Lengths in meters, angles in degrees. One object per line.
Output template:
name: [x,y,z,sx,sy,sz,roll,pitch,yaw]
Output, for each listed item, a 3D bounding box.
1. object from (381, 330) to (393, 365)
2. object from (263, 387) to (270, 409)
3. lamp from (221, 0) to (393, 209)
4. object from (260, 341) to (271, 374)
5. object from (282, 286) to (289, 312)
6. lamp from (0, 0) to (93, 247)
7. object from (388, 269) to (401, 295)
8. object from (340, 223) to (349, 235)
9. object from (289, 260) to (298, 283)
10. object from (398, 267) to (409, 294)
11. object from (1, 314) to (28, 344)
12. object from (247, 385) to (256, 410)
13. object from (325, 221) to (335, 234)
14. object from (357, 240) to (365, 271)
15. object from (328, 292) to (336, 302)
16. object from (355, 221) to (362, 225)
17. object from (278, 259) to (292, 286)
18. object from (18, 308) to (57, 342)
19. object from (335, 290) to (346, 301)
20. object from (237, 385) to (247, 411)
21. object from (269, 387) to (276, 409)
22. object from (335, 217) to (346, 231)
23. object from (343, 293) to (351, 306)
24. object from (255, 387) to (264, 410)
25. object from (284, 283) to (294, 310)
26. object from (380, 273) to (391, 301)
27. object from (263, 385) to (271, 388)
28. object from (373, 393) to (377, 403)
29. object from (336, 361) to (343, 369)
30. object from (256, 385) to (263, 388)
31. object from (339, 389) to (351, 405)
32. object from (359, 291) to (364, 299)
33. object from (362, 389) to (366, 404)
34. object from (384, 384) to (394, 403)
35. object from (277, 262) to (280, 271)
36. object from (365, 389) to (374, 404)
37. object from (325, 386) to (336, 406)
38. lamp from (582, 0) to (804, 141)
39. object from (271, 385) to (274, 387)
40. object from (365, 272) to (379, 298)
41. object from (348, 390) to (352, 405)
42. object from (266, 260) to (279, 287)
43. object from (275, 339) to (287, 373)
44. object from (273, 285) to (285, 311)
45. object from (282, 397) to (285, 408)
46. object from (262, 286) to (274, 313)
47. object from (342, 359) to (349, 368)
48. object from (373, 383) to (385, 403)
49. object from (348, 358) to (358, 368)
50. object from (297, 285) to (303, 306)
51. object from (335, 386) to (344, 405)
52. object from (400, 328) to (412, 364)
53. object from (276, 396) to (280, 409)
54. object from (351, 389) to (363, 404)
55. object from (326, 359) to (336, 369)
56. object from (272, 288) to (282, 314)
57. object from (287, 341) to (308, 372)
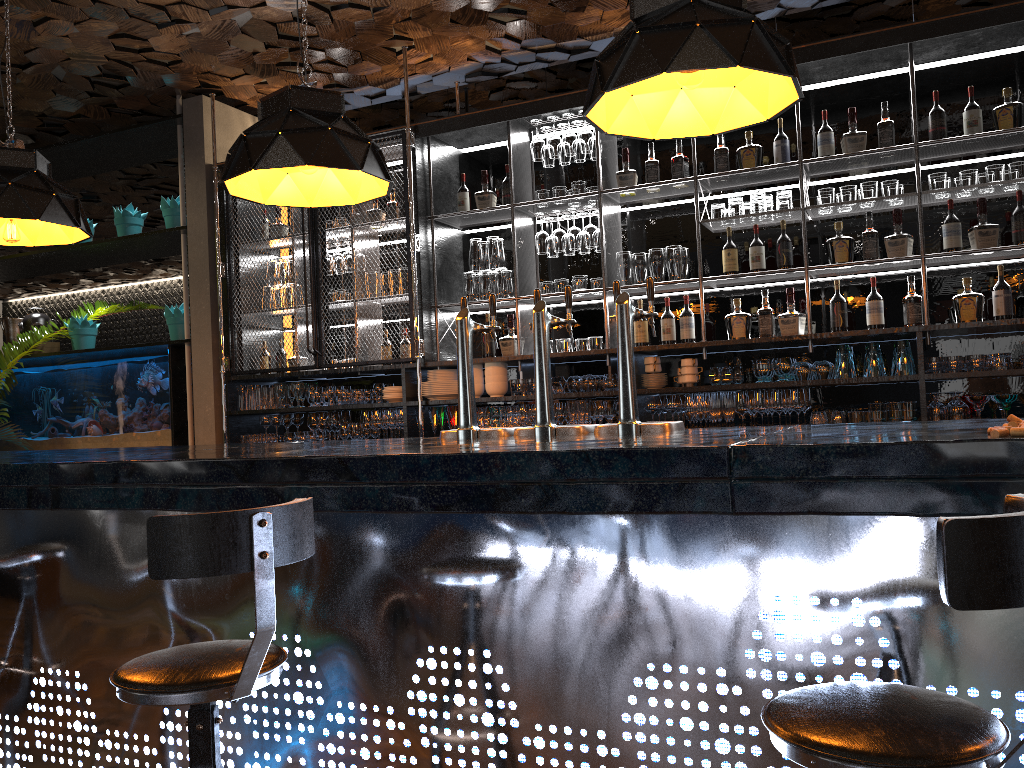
object: [-0.846,-0.237,5.992,0.075,0.261,0.075,-2,-2,-17]
object: [-1.725,0.101,6.208,0.058,0.152,0.051,-4,-2,28]
lamp: [-0.757,-1.473,3.171,0.582,1.564,0.607,-3,-2,24]
object: [-1.788,-0.181,6.419,0.075,0.261,0.075,-2,-2,-17]
object: [-1.630,-0.614,6.441,0.092,0.182,0.092,-3,-2,19]
lamp: [-2.076,-1.373,3.632,0.582,1.606,0.607,-3,-2,24]
object: [-0.780,-0.669,5.925,0.092,0.182,0.092,-3,-2,19]
object: [-1.183,-1.087,6.239,0.077,0.080,0.077,-2,-2,-10]
object: [-1.596,-0.799,6.417,0.092,0.182,0.092,-3,-2,19]
object: [-0.703,-0.674,5.867,0.092,0.182,0.092,-3,-2,19]
object: [-4.235,-0.391,7.616,0.232,0.398,0.378,-2,-2,-36]
object: [-1.821,0.094,6.207,0.067,0.174,0.067,-2,-2,-26]
object: [-1.267,-1.086,6.160,0.077,0.080,0.077,-2,-2,-30]
object: [-1.054,-0.892,6.155,0.081,0.213,0.081,-4,-2,30]
object: [-1.258,-0.589,6.137,0.077,0.080,0.077,-3,-2,3]
object: [-1.080,-1.093,6.203,0.077,0.080,0.077,-2,-2,-30]
object: [-1.625,-0.800,6.343,0.092,0.182,0.092,-3,-2,19]
object: [-3.953,-0.489,7.388,0.290,0.292,0.278,-2,-2,-29]
object: [-1.166,-0.596,6.037,0.077,0.080,0.077,-3,-2,20]
object: [-1.898,0.098,6.230,0.067,0.174,0.067,-4,-2,33]
object: [-1.696,0.101,6.262,0.058,0.152,0.051,-2,-2,-14]
object: [-1.171,-1.093,6.068,0.077,0.080,0.077,-2,-2,-30]
object: [-1.162,-0.592,6.201,0.077,0.080,0.077,-2,-2,-11]
object: [-1.754,0.101,6.156,0.051,0.152,0.058,-4,-2,29]
object: [-1.576,-0.621,6.300,0.092,0.182,0.092,-3,-2,19]
object: [-0.850,-0.662,6.041,0.092,0.182,0.092,-3,-2,19]
object: [-1.761,0.095,6.364,0.067,0.174,0.067,-2,-2,-15]
object: [-0.932,0.088,6.062,0.078,0.099,0.078,-2,-2,-9]
object: [-1.211,-0.123,6.255,0.077,0.080,0.077,-2,-2,-26]
object: [-1.796,0.095,6.280,0.067,0.174,0.067,-1,-2,-40]
object: [-1.105,0.089,5.855,0.078,0.103,0.078,-2,-2,-23]
object: [-1.064,-0.598,6.164,0.077,0.080,0.077,-3,-2,20]
object: [-1.010,0.087,5.903,0.078,0.099,0.078,-2,-2,-9]
object: [-0.829,0.066,6.018,0.074,0.131,0.074,-4,-2,37]
object: [-1.685,-0.794,6.469,0.092,0.182,0.092,-3,-2,19]
object: [-0.971,0.088,5.987,0.078,0.099,0.078,-2,-2,-9]
object: [-1.204,0.080,5.899,0.074,0.131,0.074,-4,-2,37]
lamp: [0.462,-1.549,2.488,0.582,1.564,0.607,-3,-2,24]
object: [-1.725,0.096,6.442,0.067,0.174,0.067,-2,-2,-26]
object: [-0.942,-0.660,5.973,0.092,0.182,0.092,-3,-2,19]
object: [-1.091,0.090,5.941,0.078,0.103,0.078,-2,-2,-23]
object: [-1.721,-0.795,6.377,0.092,0.182,0.092,-3,-2,19]
object: [-1.647,-0.191,6.326,0.075,0.260,0.075,-2,-2,-32]
object: [-1.663,-0.615,6.352,0.092,0.182,0.092,-3,-2,19]
object: [-1.659,0.102,6.374,0.058,0.152,0.051,-1,-2,-42]
object: [-1.758,-0.610,6.394,0.092,0.182,0.092,-3,-2,19]
object: [-1.138,-0.129,6.140,0.077,0.080,0.077,-2,-2,-10]
object: [-0.876,0.063,5.845,0.074,0.131,0.074,-4,-2,37]
object: [-1.077,-0.135,6.052,0.077,0.080,0.077,-3,-2,13]
object: [-1.547,-0.620,6.393,0.092,0.182,0.092,-3,-2,19]
object: [-1.165,0.080,5.977,0.074,0.131,0.074,-4,-2,37]
object: [-0.712,-0.246,5.955,0.075,0.260,0.075,-2,-2,-17]
object: [-1.669,0.101,6.315,0.058,0.152,0.051,-1,-2,-39]
object: [-1.017,0.085,5.807,0.078,0.099,0.078,-2,-2,-9]
object: [-1.244,-0.126,6.094,0.077,0.080,0.077,-3,-2,10]
object: [-1.724,-0.609,6.491,0.092,0.182,0.092,-3,-2,19]
object: [-1.518,-0.190,6.278,0.108,0.244,0.108,-4,-2,38]
